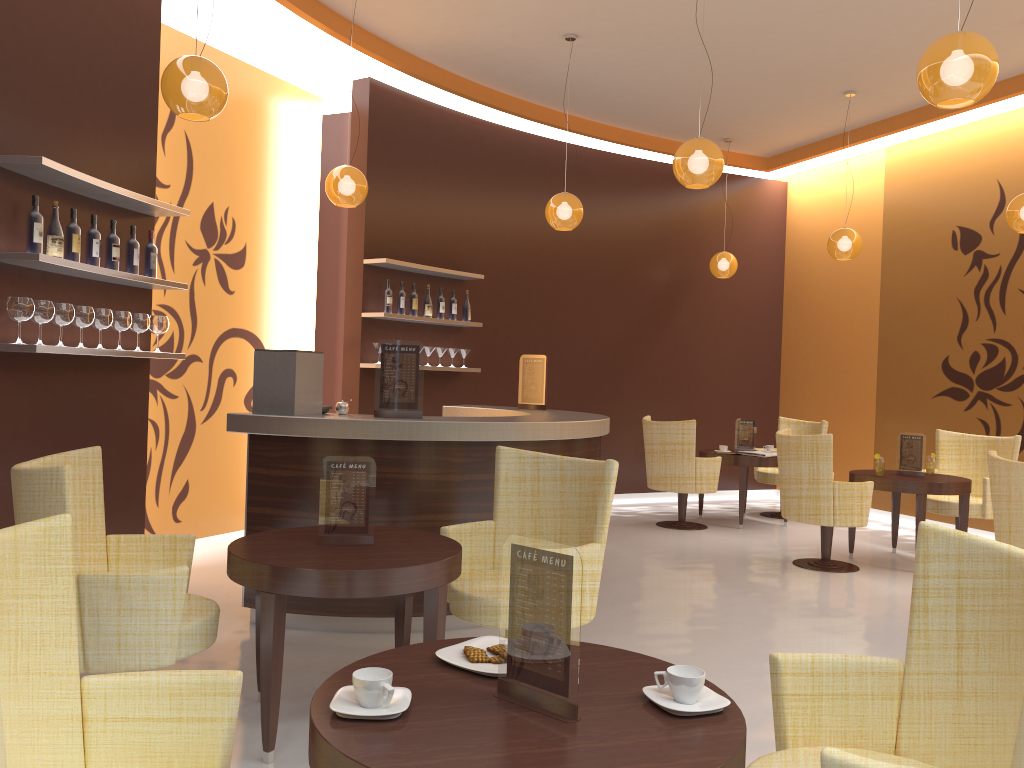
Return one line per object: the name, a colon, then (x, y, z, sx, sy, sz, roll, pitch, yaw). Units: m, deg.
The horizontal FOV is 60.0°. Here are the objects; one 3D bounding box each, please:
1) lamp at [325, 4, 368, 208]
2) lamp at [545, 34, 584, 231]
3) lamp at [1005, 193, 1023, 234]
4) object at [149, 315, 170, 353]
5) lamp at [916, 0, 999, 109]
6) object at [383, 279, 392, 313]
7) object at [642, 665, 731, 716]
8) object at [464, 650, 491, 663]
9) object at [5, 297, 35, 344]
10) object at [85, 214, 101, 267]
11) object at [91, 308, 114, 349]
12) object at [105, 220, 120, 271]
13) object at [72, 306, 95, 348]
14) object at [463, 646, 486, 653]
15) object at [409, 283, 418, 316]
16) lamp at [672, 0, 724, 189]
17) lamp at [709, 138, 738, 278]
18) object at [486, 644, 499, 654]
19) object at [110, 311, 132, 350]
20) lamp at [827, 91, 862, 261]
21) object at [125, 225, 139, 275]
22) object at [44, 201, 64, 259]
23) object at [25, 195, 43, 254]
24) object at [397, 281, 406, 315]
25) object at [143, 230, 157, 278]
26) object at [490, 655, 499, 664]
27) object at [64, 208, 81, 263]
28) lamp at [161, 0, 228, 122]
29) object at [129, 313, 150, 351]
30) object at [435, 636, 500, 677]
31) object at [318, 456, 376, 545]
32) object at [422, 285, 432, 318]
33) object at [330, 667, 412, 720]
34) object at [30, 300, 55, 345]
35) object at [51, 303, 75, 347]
lamp: (-1.140, -2.001, 6.233, 0.299, 1.500, 0.299, 2, 0, -5)
lamp: (0.428, -1.950, 6.887, 0.299, 1.500, 0.299, 2, 0, -5)
lamp: (3.703, -1.830, 6.304, 0.299, 1.500, 0.299, 2, 0, 3)
object: (-2.118, -0.296, 5.305, 0.125, 0.221, 0.125, 2, 0, 2)
lamp: (1.812, -1.876, 3.565, 0.299, 1.500, 0.299, 2, 0, -12)
object: (-1.044, -0.734, 7.469, 0.073, 0.297, 0.073, 2, 0, 15)
object: (0.357, 0.624, 1.820, 0.153, 0.069, 0.153, 2, 0, -22)
object: (-0.079, 0.621, 2.022, 0.051, 0.018, 0.054, 2, 0, -24)
object: (-2.313, -0.294, 4.168, 0.125, 0.221, 0.125, 2, 0, 2)
object: (-2.234, -0.756, 4.731, 0.073, 0.297, 0.073, 2, 0, -13)
object: (-2.232, -0.296, 4.811, 0.125, 0.221, 0.125, 2, 0, 2)
object: (-2.202, -0.756, 4.889, 0.073, 0.297, 0.073, 2, 0, -13)
object: (-2.257, -0.296, 4.650, 0.125, 0.221, 0.125, 2, 0, 2)
object: (-0.087, 0.623, 2.067, 0.052, 0.018, 0.055, 2, 0, 2)
object: (-0.859, -0.729, 7.738, 0.073, 0.297, 0.073, 2, 0, -25)
lamp: (1.120, -1.913, 5.226, 0.299, 1.500, 0.299, 2, 1, -45)
lamp: (2.319, -1.904, 9.626, 0.299, 1.500, 0.299, 2, 0, -23)
object: (-0.027, 0.626, 2.094, 0.053, 0.014, 0.055, 2, 1, -40)
object: (-2.200, -0.297, 4.976, 0.125, 0.221, 0.125, 2, 0, 2)
lamp: (3.011, -1.867, 7.965, 0.299, 1.500, 0.299, 2, 0, 20)
object: (-2.166, -0.756, 5.060, 0.073, 0.297, 0.073, 2, 0, -25)
object: (-2.282, -0.760, 4.424, 0.086, 0.303, 0.086, 2, 1, -44)
object: (-2.283, -0.754, 4.241, 0.073, 0.297, 0.073, 2, 0, -13)
object: (-0.948, -0.731, 7.610, 0.073, 0.297, 0.073, 2, 0, 15)
object: (-2.127, -0.755, 5.220, 0.073, 0.297, 0.073, 2, 0, -13)
object: (-0.032, 0.630, 2.029, 0.051, 0.018, 0.054, 2, 1, -35)
object: (-2.261, -0.755, 4.566, 0.073, 0.297, 0.073, 2, 1, 37)
lamp: (-1.463, -1.997, 4.148, 0.299, 1.500, 0.299, 2, 1, -44)
object: (-2.166, -0.297, 5.143, 0.125, 0.221, 0.125, 2, 0, 2)
object: (-0.039, 0.633, 2.056, 0.234, 0.020, 0.234, 2, 1, 39)
object: (-0.628, 0.444, 3.385, 0.209, 0.335, 0.042, 2, 0, -9)
object: (-0.750, -0.732, 7.890, 0.086, 0.303, 0.086, 2, 1, -39)
object: (-0.275, 0.602, 1.739, 0.153, 0.069, 0.153, 2, 0, 0)
object: (-2.300, -0.295, 4.326, 0.125, 0.221, 0.125, 2, 0, 2)
object: (-2.282, -0.296, 4.488, 0.125, 0.221, 0.125, 2, 0, 2)
